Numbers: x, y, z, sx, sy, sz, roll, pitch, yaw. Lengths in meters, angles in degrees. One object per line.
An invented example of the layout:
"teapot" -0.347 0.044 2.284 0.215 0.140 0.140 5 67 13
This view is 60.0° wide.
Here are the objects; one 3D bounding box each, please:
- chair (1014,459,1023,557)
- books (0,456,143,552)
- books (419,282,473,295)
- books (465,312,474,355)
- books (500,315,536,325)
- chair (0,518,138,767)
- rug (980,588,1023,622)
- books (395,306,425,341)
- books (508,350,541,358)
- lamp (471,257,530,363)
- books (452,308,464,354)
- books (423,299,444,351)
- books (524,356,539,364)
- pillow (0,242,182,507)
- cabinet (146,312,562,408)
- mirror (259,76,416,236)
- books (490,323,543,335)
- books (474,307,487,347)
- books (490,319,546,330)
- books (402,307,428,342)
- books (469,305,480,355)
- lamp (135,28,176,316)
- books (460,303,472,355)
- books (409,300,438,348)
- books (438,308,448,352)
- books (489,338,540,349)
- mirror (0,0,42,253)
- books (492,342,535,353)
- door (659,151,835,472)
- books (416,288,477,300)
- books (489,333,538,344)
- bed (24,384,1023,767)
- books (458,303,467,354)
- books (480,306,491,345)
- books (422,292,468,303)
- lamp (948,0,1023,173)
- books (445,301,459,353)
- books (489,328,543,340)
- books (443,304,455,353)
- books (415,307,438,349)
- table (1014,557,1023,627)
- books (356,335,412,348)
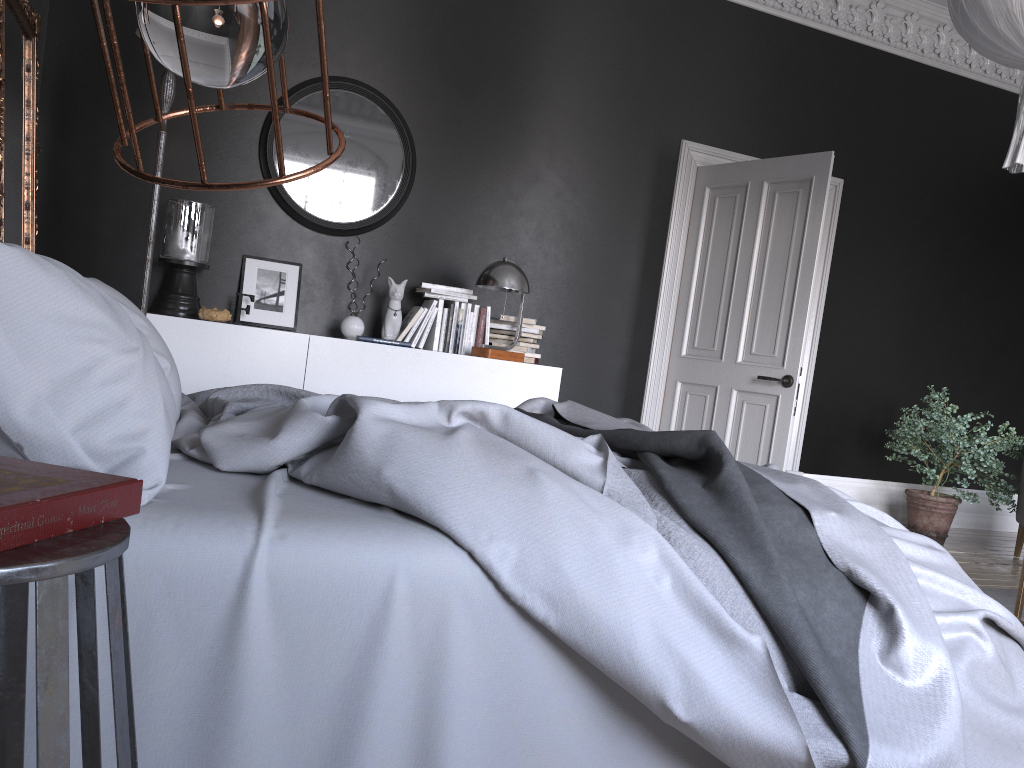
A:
"chair" 3.761 0.819 5.762 0.818 0.864 0.770 9 3 19
"books" -0.643 0.130 1.003 0.275 0.045 0.346 8 2 9
"books" -0.403 -0.572 5.367 0.306 0.030 0.220 7 2 -11
"books" -0.288 -0.310 5.411 0.026 0.259 0.195 7 3 -21
"books" 0.034 -0.394 5.497 0.220 0.030 0.306 8 2 -1
"chair" -0.688 0.486 1.013 0.612 0.673 0.613 9 3 23
"rug" 3.084 1.209 3.984 3.647 0.050 2.102 7 2 -21
"books" -0.628 -0.345 5.247 0.159 0.246 0.202 7 3 -21
"books" 0.035 -0.191 5.519 0.228 0.025 0.318 7 2 -11
"lamp" -0.065 -0.438 5.161 0.341 0.591 0.328 5 4 -41
"books" -0.348 -0.320 5.344 0.029 0.270 0.204 7 3 -21
"books" -0.475 -0.358 5.363 0.030 0.307 0.220 7 3 -21
"books" 0.040 -0.159 5.515 0.234 0.038 0.294 8 2 6
"pillow" -1.140 -0.126 2.147 0.680 0.760 1.827 7 3 -21
"cabinet" -0.973 0.184 5.067 2.398 0.883 0.569 7 3 -21
"mirror" -1.015 -1.345 5.248 0.925 0.925 0.061 7 3 -21
"books" 0.029 -0.342 5.522 0.306 0.030 0.220 8 2 9
"books" -0.226 -0.321 5.434 0.038 0.296 0.235 7 3 -21
"books" 0.023 -0.371 5.539 0.307 0.024 0.220 10 3 44
"books" -0.601 -0.342 5.290 0.132 0.245 0.195 7 3 -21
"books" -0.267 -0.333 5.445 0.030 0.307 0.220 7 3 -21
"lamp" -1.479 -0.609 3.634 0.772 2.414 0.986 8 3 12
"books" -0.310 -0.337 5.398 0.024 0.307 0.220 7 3 -21
"books" -0.552 -0.362 5.304 0.127 0.296 0.220 7 3 -21
"books" -0.438 -0.329 5.352 0.026 0.259 0.195 7 3 -21
"books" 0.008 -0.254 5.521 0.268 0.029 0.203 10 3 39
"mirror" -2.119 -0.586 3.795 0.254 2.194 0.989 7 3 -21
"books" 0.011 -0.224 5.515 0.229 0.031 0.318 8 2 9
"door" 1.460 -0.267 5.794 0.216 2.376 1.095 6 4 -34
"books" -0.396 -0.542 5.344 0.307 0.024 0.220 7 3 -31
"books" 0.004 -0.285 5.524 0.289 0.030 0.193 8 2 10
"bed" -0.115 0.188 2.505 3.286 1.299 2.760 6 3 -33
"books" -0.345 -0.342 5.414 0.030 0.307 0.220 7 3 -21
"books" -0.185 -0.322 5.447 0.050 0.308 0.220 7 3 -21
"books" -0.406 -0.518 5.344 0.259 0.026 0.195 7 2 -11
"lamp" 2.047 -1.787 3.189 0.783 2.051 0.782 9 3 22
"books" -0.383 -0.346 5.370 0.024 0.307 0.220 7 3 -21
"books" 0.022 -0.312 5.517 0.289 0.030 0.193 10 3 43
"books" -0.401 -0.339 5.338 0.030 0.290 0.192 7 3 -21
"books" -0.525 -0.338 5.319 0.091 0.256 0.195 7 3 -21
"table" 3.216 0.963 3.845 1.450 0.559 1.091 7 3 -21
"books" -0.717 -0.236 4.932 0.290 0.030 0.192 7 2 -15
